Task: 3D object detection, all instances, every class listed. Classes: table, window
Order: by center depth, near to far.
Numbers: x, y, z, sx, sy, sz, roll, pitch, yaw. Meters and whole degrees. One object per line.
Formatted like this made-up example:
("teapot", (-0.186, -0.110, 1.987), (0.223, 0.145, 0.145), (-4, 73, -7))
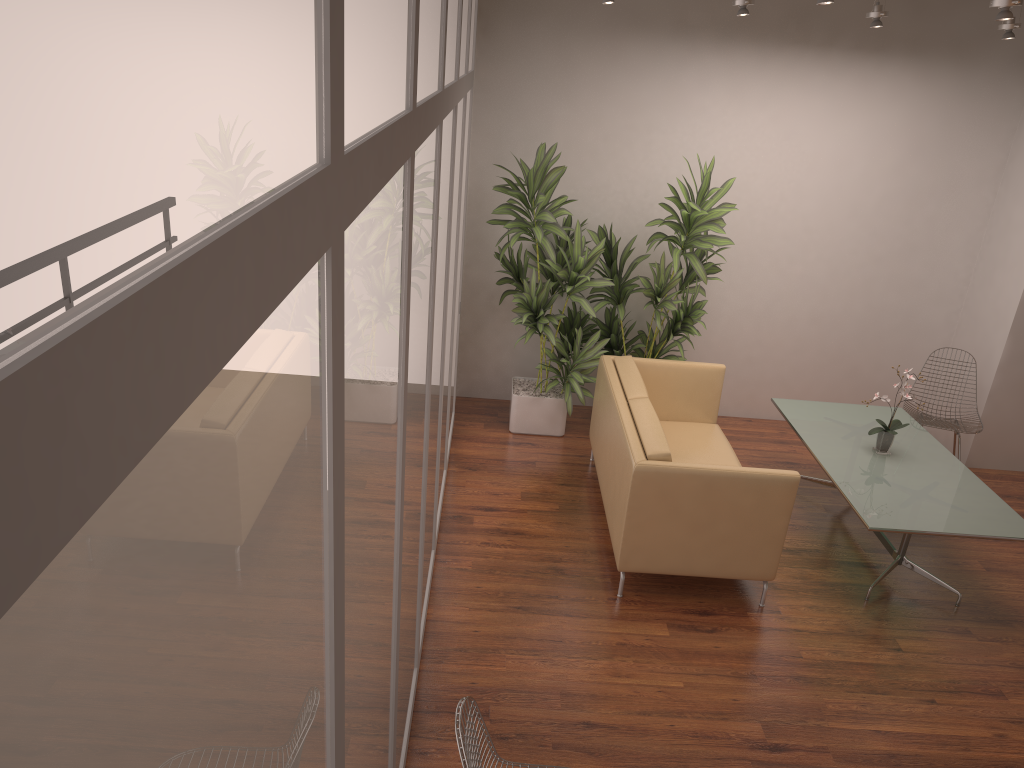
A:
("window", (-0.286, 0.146, 2.387), (0.062, 3.398, 8.264), (4, 21, -2))
("table", (2.278, 0.715, 5.519), (0.939, 0.581, 1.806), (4, 21, -2))

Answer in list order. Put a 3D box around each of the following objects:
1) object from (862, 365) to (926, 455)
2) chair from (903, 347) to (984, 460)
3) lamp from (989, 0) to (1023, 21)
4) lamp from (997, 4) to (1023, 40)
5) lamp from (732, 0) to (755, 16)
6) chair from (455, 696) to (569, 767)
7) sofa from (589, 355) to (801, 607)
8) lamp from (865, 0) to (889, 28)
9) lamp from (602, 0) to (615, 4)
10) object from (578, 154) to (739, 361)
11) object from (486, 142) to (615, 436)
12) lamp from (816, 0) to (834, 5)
("object", (2.352, 0.146, 5.349), (0.370, 0.611, 0.287), (2, 24, -7))
("chair", (3.145, 0.239, 6.477), (0.541, 0.934, 0.543), (12, 25, 16))
("lamp", (2.234, -1.870, 3.895), (0.132, 0.501, 0.194), (-11, 29, -31))
("lamp", (3.044, -2.335, 5.303), (0.132, 0.501, 0.194), (-11, 29, -31))
("lamp", (1.409, -2.457, 5.250), (0.132, 0.501, 0.194), (-11, 29, -31))
("chair", (0.080, 1.396, 2.731), (0.561, 0.934, 0.524), (4, 24, -2))
("sofa", (1.013, 0.486, 5.428), (0.878, 0.868, 1.739), (4, 22, -2))
("lamp", (2.227, -2.396, 5.277), (0.132, 0.501, 0.194), (-11, 29, -31))
("lamp", (0.592, -2.519, 5.224), (0.132, 0.501, 0.194), (-11, 29, -31))
("object", (0.997, -0.624, 6.505), (1.078, 2.183, 0.933), (9, 24, 10))
("object", (0.323, -0.670, 6.470), (0.963, 2.183, 1.044), (12, 25, 15))
("lamp", (1.417, -1.932, 3.869), (0.132, 0.501, 0.194), (-11, 29, -31))
